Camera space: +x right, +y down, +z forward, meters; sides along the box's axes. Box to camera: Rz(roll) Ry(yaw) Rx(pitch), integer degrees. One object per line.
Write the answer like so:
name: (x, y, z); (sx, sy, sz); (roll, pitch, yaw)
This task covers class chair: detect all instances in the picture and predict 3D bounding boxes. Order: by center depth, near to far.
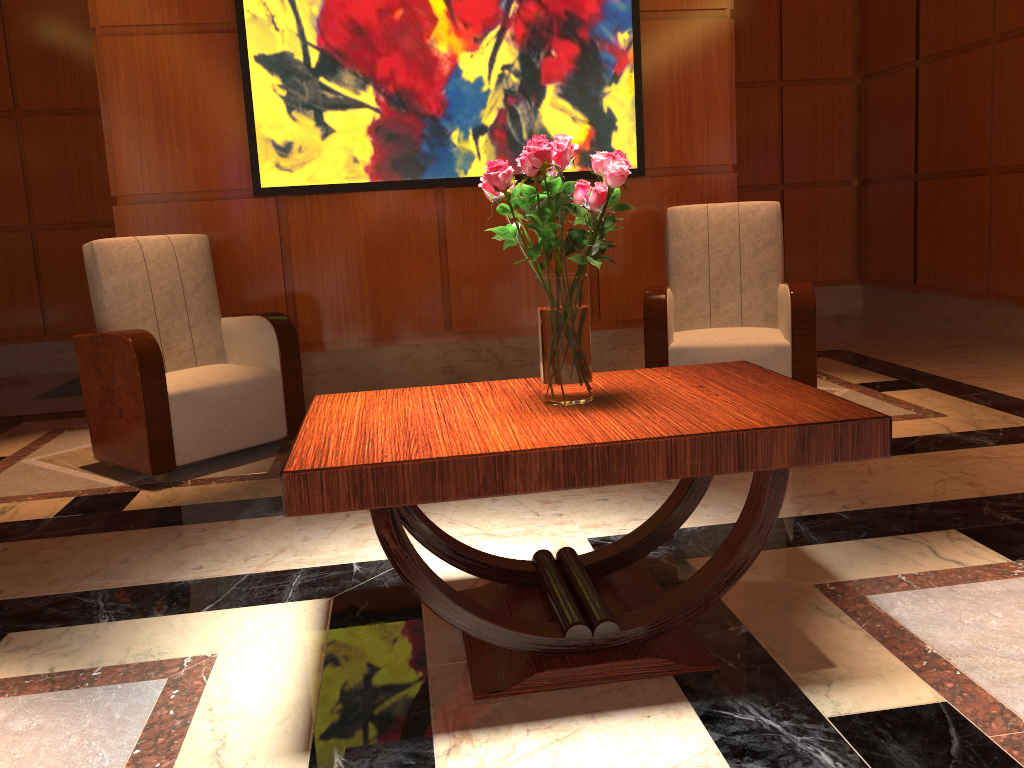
chair: (-1.407, -0.167, 3.839); (0.629, 0.955, 0.741); (5, 12, 41)
chair: (1.000, -0.364, 4.151); (0.737, 0.955, 0.632); (-1, 9, 11)

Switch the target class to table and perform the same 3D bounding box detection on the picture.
table: (0.129, 0.308, 2.040); (1.168, 0.531, 0.729); (-5, 10, -7)

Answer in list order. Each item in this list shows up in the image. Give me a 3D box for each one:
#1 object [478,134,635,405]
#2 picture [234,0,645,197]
object: (0.108, -0.254, 1.988); (0.350, 0.592, 0.329); (-1, 9, 13)
picture: (-0.343, -1.865, 4.404); (1.997, 1.726, 0.057); (-5, 9, -7)
